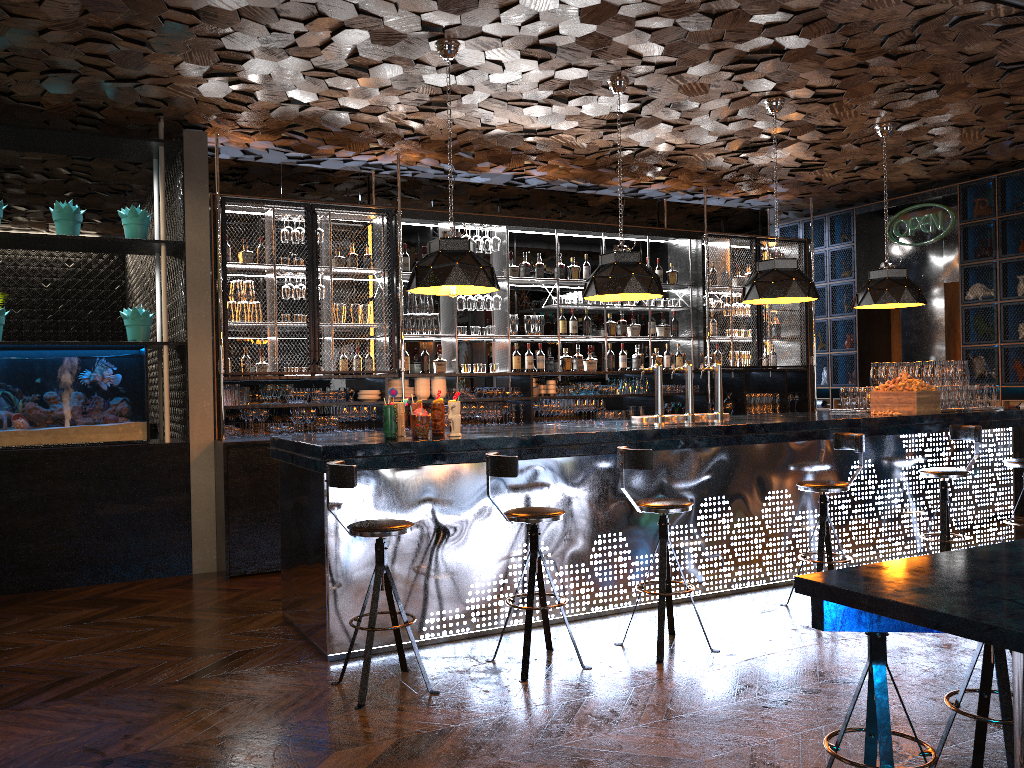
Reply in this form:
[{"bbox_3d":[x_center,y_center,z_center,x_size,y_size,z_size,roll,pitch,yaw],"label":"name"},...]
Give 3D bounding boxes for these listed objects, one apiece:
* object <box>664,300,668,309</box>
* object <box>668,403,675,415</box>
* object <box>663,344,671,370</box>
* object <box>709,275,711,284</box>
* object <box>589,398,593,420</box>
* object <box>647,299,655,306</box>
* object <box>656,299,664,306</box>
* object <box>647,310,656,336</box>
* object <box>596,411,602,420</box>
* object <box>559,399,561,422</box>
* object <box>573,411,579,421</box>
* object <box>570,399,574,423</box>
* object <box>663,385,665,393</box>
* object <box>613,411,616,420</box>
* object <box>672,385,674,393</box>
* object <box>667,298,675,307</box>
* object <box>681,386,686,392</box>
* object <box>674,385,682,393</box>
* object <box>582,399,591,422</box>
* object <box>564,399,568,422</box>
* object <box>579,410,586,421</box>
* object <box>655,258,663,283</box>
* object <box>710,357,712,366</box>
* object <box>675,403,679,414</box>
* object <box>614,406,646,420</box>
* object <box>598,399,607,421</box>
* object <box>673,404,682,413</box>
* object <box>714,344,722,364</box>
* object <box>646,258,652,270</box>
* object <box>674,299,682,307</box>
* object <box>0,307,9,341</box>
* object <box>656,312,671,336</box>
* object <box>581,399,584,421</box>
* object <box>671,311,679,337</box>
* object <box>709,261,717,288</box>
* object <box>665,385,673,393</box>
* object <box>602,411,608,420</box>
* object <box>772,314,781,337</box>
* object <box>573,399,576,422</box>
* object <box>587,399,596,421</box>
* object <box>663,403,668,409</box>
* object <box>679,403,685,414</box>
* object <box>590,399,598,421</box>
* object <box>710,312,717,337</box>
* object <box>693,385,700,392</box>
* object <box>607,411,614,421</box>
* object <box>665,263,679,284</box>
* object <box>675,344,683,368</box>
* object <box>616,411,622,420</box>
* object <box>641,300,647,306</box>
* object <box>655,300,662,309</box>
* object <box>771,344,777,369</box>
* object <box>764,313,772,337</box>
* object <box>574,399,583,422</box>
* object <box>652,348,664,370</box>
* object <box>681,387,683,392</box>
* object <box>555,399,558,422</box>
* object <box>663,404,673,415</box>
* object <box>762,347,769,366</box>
[{"bbox_3d":[1.721,-0.883,9.859,0.089,0.092,0.089,-1,0,12],"label":"object"},{"bbox_3d":[1.726,0.288,9.680,0.106,0.148,0.106,-1,0,1],"label":"object"},{"bbox_3d":[1.708,-0.294,9.748,0.086,0.298,0.086,-1,0,21],"label":"object"},{"bbox_3d":[2.152,-1.228,9.959,0.123,0.279,0.123,-1,0,-19],"label":"object"},{"bbox_3d":[0.823,0.267,9.324,0.091,0.229,0.091,-1,0,-30],"label":"object"},{"bbox_3d":[1.496,-0.878,9.559,0.089,0.092,0.089,-1,0,-42],"label":"object"},{"bbox_3d":[1.611,-0.880,9.652,0.089,0.092,0.089,-1,0,-28],"label":"object"},{"bbox_3d":[1.518,-0.655,9.646,0.086,0.298,0.086,-1,0,21],"label":"object"},{"bbox_3d":[0.916,0.330,9.342,0.067,0.100,0.067,-1,0,-35],"label":"object"},{"bbox_3d":[0.485,0.273,9.006,0.049,0.231,0.049,-1,0,9],"label":"object"},{"bbox_3d":[0.649,0.271,9.231,0.091,0.229,0.091,-1,0,24],"label":"object"},{"bbox_3d":[0.604,0.271,8.924,0.049,0.231,0.049,-1,0,-32],"label":"object"},{"bbox_3d":[1.592,0.055,9.447,0.084,0.082,0.084,-1,0,-27],"label":"object"},{"bbox_3d":[1.052,0.328,9.299,0.067,0.099,0.067,-1,0,34],"label":"object"},{"bbox_3d":[1.723,0.052,9.625,0.084,0.082,0.084,-1,0,-21],"label":"object"},{"bbox_3d":[1.731,-0.883,9.672,0.089,0.092,0.089,-1,0,12],"label":"object"},{"bbox_3d":[1.885,0.054,9.640,0.088,0.070,0.098,-1,0,8],"label":"object"},{"bbox_3d":[1.784,0.050,9.546,0.084,0.082,0.084,-1,0,45],"label":"object"},{"bbox_3d":[0.757,0.269,9.032,0.091,0.229,0.091,-1,0,20],"label":"object"},{"bbox_3d":[0.549,0.272,9.043,0.049,0.231,0.049,-1,0,-20],"label":"object"},{"bbox_3d":[0.735,0.269,9.275,0.091,0.229,0.091,-1,0,31],"label":"object"},{"bbox_3d":[1.608,-1.228,9.725,0.086,0.298,0.086,-1,0,21],"label":"object"},{"bbox_3d":[2.191,-0.295,9.970,0.123,0.279,0.123,-1,0,-39],"label":"object"},{"bbox_3d":[1.818,0.284,9.850,0.107,0.152,0.107,-1,0,-22],"label":"object"},{"bbox_3d":[1.241,0.305,9.384,0.356,0.134,0.206,-1,0,-20],"label":"object"},{"bbox_3d":[0.924,0.265,9.116,0.091,0.229,0.091,-1,0,35],"label":"object"},{"bbox_3d":[1.780,0.287,9.577,0.106,0.148,0.106,-1,0,-18],"label":"object"},{"bbox_3d":[2.333,-0.309,10.064,0.086,0.299,0.086,-1,0,21],"label":"object"},{"bbox_3d":[1.475,-1.225,9.624,0.086,0.299,0.086,-1,0,21],"label":"object"},{"bbox_3d":[1.817,-0.885,9.724,0.089,0.092,0.089,-1,0,-42],"label":"object"},{"bbox_3d":[-3.952,-0.465,6.680,0.245,0.325,0.265,-1,0,27],"label":"object"},{"bbox_3d":[1.653,-0.647,9.693,0.123,0.279,0.123,-1,0,-39],"label":"object"},{"bbox_3d":[0.736,0.269,9.148,0.091,0.229,0.091,-1,0,4],"label":"object"},{"bbox_3d":[1.795,-0.661,9.786,0.086,0.299,0.086,-1,0,21],"label":"object"},{"bbox_3d":[2.277,-1.241,10.044,0.086,0.297,0.086,-1,0,21],"label":"object"},{"bbox_3d":[1.679,0.053,9.491,0.084,0.082,0.084,-1,0,-10],"label":"object"},{"bbox_3d":[0.976,0.329,9.248,0.067,0.100,0.067,-1,0,-35],"label":"object"},{"bbox_3d":[3.126,-0.681,10.479,0.083,0.282,0.083,-1,0,-18],"label":"object"},{"bbox_3d":[0.651,0.271,9.104,0.091,0.229,0.091,-1,0,-7],"label":"object"},{"bbox_3d":[0.821,0.267,9.191,0.091,0.229,0.091,-1,0,-34],"label":"object"},{"bbox_3d":[1.670,0.289,9.781,0.106,0.148,0.106,-1,0,11],"label":"object"},{"bbox_3d":[1.882,0.283,9.737,0.107,0.152,0.107,-1,0,-14],"label":"object"},{"bbox_3d":[0.838,0.267,9.073,0.091,0.229,0.091,-1,0,0],"label":"object"},{"bbox_3d":[2.278,-0.670,10.050,0.086,0.298,0.086,-1,0,21],"label":"object"},{"bbox_3d":[1.998,0.052,9.643,0.088,0.070,0.098,-1,0,-18],"label":"object"},{"bbox_3d":[1.016,0.328,9.142,0.067,0.100,0.067,-1,0,-35],"label":"object"},{"bbox_3d":[1.764,-1.204,9.771,0.151,0.248,0.094,-1,0,1],"label":"object"},{"bbox_3d":[1.843,-0.296,9.804,0.080,0.299,0.080,-1,0,-25],"label":"object"},{"bbox_3d":[1.110,0.327,9.188,0.067,0.099,0.067,-1,0,34],"label":"object"},{"bbox_3d":[1.453,-0.877,9.694,0.089,0.092,0.089,-1,0,17],"label":"object"},{"bbox_3d":[1.629,-0.881,9.797,0.089,0.092,0.089,-1,0,-42],"label":"object"},{"bbox_3d":[3.081,-0.323,10.467,0.086,0.298,0.086,-1,0,21],"label":"object"},{"bbox_3d":[3.004,-0.687,10.419,0.086,0.299,0.086,-1,0,21],"label":"object"},{"bbox_3d":[0.668,0.271,8.980,0.091,0.229,0.091,-1,0,-41],"label":"object"},{"bbox_3d":[1.578,-0.266,9.664,0.151,0.248,0.094,-1,0,-19],"label":"object"},{"bbox_3d":[1.841,0.055,9.727,0.088,0.070,0.098,-1,0,-4],"label":"object"},{"bbox_3d":[0.450,0.274,9.061,0.049,0.231,0.049,-1,0,-38],"label":"object"},{"bbox_3d":[1.677,0.289,9.521,0.106,0.148,0.106,-1,0,-9],"label":"object"},{"bbox_3d":[2.977,-0.314,10.397,0.083,0.282,0.083,-1,0,-43],"label":"object"}]
